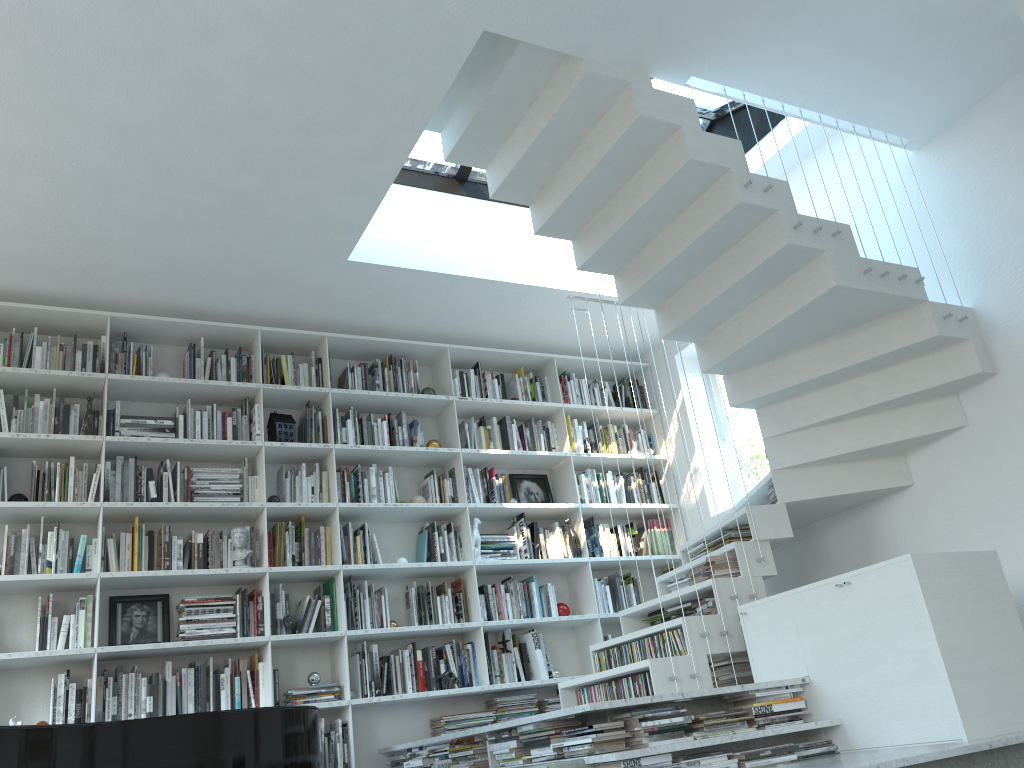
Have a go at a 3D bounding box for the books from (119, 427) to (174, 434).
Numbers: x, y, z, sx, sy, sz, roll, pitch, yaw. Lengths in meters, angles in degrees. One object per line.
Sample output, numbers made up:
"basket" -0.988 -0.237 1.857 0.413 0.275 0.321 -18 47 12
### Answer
"books" -2.081 0.288 5.049 0.285 0.024 0.160 2 -25 -23

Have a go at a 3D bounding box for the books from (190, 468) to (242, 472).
"books" -1.728 0.521 5.145 0.285 0.012 0.160 3 -25 -26

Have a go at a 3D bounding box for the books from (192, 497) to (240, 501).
"books" -1.705 0.678 5.083 0.254 0.012 0.161 5 -26 -29

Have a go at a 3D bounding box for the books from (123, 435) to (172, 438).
"books" -2.079 0.328 5.037 0.254 0.012 0.161 6 -26 -31

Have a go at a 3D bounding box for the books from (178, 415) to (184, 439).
"books" -1.926 0.300 5.125 0.025 0.186 0.194 4 -25 -28

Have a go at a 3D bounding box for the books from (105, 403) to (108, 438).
"books" -2.283 0.251 4.967 0.012 0.253 0.161 4 -25 -28

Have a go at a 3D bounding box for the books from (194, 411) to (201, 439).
"books" -1.847 0.294 5.175 0.027 0.215 0.191 4 -25 -28

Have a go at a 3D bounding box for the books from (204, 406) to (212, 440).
"books" -1.801 0.281 5.236 0.029 0.272 0.141 4 -25 -28

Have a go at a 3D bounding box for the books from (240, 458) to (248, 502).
"books" -1.568 0.605 5.196 0.012 0.317 0.140 4 -25 -28

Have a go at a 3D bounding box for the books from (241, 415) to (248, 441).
"books" -1.610 0.316 5.294 0.029 0.201 0.192 4 -25 -28

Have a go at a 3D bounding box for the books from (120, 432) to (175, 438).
"books" -2.081 0.317 5.041 0.285 0.012 0.160 6 -26 -31

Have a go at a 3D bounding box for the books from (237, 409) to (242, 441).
"books" -1.646 0.293 5.303 0.029 0.260 0.133 4 -25 -28

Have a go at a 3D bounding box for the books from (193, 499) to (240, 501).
"books" -1.704 0.690 5.080 0.254 0.012 0.161 4 -26 -28

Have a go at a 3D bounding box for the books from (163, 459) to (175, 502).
"books" -1.931 0.588 4.992 0.049 0.290 0.163 4 -25 -28

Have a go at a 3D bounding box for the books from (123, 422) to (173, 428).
"books" -2.086 0.267 5.060 0.254 0.025 0.161 6 -27 -32

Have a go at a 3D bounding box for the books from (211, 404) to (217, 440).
"books" -1.769 0.277 5.231 0.023 0.268 0.185 4 -25 -28

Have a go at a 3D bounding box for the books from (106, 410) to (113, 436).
"books" -2.253 0.268 4.950 0.027 0.200 0.168 4 -25 -28

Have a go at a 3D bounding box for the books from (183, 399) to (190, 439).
"books" -1.890 0.254 5.153 0.011 0.283 0.191 4 -25 -28

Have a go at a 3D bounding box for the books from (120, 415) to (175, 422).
"books" -2.097 0.226 5.086 0.285 0.024 0.160 4 -26 -28

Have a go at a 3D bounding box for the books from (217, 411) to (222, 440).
"books" -1.741 0.296 5.226 0.023 0.222 0.191 4 -25 -28

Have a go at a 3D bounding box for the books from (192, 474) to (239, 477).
"books" -1.723 0.554 5.132 0.254 0.012 0.161 3 -25 -26

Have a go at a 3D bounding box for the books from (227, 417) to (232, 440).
"books" -1.687 0.316 5.249 0.029 0.187 0.176 4 -25 -28

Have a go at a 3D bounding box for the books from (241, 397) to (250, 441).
"books" -1.605 0.261 5.336 0.012 0.333 0.156 4 -25 -28

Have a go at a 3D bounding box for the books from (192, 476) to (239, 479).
"books" -1.718 0.564 5.121 0.254 0.012 0.161 2 -25 -23

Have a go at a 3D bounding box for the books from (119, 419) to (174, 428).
"books" -2.091 0.246 5.073 0.285 0.024 0.160 3 -25 -26

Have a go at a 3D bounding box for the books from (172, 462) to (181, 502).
"books" -1.893 0.595 4.993 0.021 0.268 0.192 4 -25 -28

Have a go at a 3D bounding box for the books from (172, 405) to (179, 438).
"books" -1.949 0.270 5.132 0.012 0.253 0.161 4 -25 -28

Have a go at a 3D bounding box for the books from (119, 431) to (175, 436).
"books" -2.084 0.307 5.047 0.285 0.012 0.160 5 -26 -30

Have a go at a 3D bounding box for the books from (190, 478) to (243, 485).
"books" -1.720 0.579 5.124 0.285 0.012 0.160 5 -26 -29

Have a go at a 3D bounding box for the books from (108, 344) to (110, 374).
"books" -2.333 -0.085 5.104 0.012 0.253 0.161 4 -25 -28

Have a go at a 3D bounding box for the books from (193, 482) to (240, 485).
"books" -1.715 0.599 5.111 0.254 0.012 0.161 6 -26 -31

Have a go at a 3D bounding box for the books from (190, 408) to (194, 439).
"books" -1.880 0.283 5.165 0.021 0.236 0.172 4 -25 -28

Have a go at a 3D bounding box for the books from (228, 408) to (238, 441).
"books" -1.665 0.291 5.274 0.032 0.247 0.174 4 -25 -28

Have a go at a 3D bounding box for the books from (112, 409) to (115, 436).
"books" -2.243 0.267 4.973 0.013 0.217 0.141 4 -25 -28

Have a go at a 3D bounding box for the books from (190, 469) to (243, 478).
"books" -1.723 0.529 5.135 0.285 0.012 0.160 7 -27 -32

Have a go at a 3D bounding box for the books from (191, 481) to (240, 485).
"books" -1.717 0.589 5.117 0.254 0.012 0.161 3 -25 -26

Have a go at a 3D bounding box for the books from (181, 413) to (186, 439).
"books" -1.920 0.297 5.166 0.024 0.222 0.129 4 -25 -28

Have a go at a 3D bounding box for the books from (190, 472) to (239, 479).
"books" -1.726 0.545 5.140 0.254 0.012 0.161 4 -26 -28

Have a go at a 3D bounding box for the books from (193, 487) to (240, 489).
"books" -1.713 0.623 5.106 0.254 0.012 0.161 4 -25 -27

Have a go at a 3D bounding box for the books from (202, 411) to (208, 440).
"books" -1.814 0.296 5.197 0.028 0.218 0.184 4 -25 -28

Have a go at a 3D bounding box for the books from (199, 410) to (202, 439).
"books" -1.837 0.287 5.199 0.012 0.243 0.132 4 -25 -28

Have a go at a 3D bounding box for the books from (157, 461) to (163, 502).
"books" -1.977 0.589 4.971 0.022 0.284 0.131 4 -25 -28

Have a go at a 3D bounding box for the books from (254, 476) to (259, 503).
"books" -1.517 0.662 5.201 0.030 0.204 0.159 4 -25 -28

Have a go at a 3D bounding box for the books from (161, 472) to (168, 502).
"books" -1.949 0.620 4.963 0.024 0.215 0.148 4 -25 -28

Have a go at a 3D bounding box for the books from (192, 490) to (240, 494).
"books" -1.709 0.644 5.095 0.254 0.012 0.161 5 -26 -30

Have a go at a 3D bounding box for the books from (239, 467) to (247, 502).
"books" -1.568 0.628 5.166 0.012 0.253 0.161 4 -25 -28

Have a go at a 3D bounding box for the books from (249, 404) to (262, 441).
"books" -1.539 0.282 5.283 0.037 0.236 0.273 4 -25 -28

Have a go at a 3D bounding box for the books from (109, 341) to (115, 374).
"books" -2.307 -0.091 5.097 0.026 0.252 0.186 4 -25 -28

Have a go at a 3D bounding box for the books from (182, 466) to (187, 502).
"books" -1.857 0.612 5.014 0.015 0.244 0.183 4 -25 -28

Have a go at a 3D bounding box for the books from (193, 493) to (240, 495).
"books" -1.707 0.655 5.090 0.254 0.012 0.161 3 -25 -26

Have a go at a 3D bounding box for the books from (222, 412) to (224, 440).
"books" -1.723 0.299 5.250 0.010 0.229 0.153 4 -25 -28

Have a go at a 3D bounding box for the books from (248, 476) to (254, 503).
"books" -1.541 0.660 5.181 0.030 0.197 0.172 4 -25 -28

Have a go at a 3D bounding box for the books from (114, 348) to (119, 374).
"books" -2.293 -0.070 5.119 0.023 0.227 0.157 4 -25 -28

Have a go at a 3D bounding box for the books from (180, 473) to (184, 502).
"books" -1.876 0.627 5.007 0.024 0.215 0.133 4 -25 -28

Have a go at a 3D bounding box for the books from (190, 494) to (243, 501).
"books" -1.704 0.665 5.084 0.285 0.012 0.160 6 -26 -31

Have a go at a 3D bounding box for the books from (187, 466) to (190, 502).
"books" -1.839 0.607 5.011 0.013 0.246 0.177 4 -25 -28

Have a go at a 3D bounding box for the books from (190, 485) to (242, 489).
"books" -1.713 0.610 5.107 0.285 0.012 0.160 3 -25 -25

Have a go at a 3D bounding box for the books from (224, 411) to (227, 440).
"books" -1.710 0.297 5.250 0.012 0.229 0.159 4 -25 -28

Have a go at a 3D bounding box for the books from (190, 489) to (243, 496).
"books" -1.712 0.634 5.101 0.285 0.012 0.160 4 -25 -27
